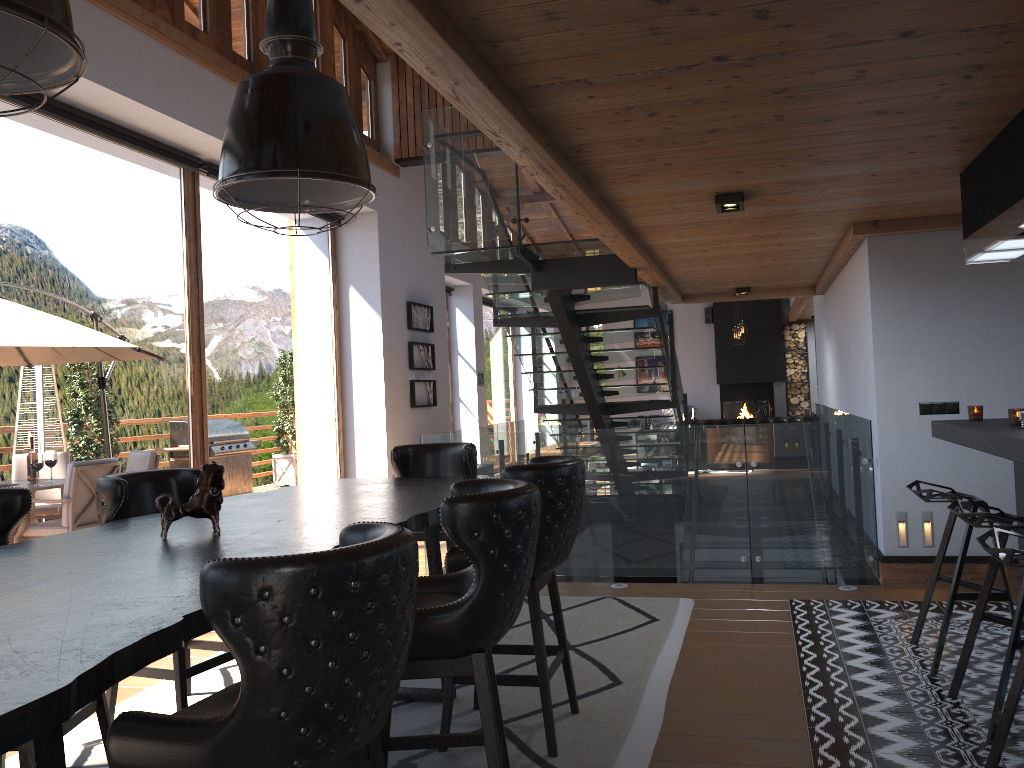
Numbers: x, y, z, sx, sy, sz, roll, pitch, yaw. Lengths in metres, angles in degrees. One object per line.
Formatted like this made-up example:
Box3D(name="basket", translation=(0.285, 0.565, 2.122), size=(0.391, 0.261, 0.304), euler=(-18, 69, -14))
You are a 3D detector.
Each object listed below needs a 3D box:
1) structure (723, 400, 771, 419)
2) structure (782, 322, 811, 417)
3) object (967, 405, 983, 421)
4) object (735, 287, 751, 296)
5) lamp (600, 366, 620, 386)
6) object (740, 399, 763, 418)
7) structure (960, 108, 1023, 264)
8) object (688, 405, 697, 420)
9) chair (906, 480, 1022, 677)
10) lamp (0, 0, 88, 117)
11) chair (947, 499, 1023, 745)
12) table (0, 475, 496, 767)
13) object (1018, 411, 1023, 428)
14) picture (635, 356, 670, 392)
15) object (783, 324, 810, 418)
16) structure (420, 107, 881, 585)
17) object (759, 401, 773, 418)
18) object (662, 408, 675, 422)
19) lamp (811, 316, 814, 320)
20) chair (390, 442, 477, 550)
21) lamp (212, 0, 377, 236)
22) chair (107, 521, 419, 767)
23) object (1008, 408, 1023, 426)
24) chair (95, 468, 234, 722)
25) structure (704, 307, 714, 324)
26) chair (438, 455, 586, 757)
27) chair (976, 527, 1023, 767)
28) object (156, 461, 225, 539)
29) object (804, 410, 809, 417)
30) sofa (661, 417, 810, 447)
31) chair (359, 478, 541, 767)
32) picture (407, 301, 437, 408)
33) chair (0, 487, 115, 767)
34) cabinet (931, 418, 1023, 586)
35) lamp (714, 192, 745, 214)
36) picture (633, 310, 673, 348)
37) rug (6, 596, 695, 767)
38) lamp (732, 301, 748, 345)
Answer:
Box3D(name="structure", translation=(5.018, 0.624, 18.935), size=(0.976, 0.514, 0.184), euler=(-3, -1, 14))
Box3D(name="structure", translation=(6.061, 0.026, 18.815), size=(0.499, 2.618, 0.515), euler=(-3, -1, 15))
Box3D(name="object", translation=(2.542, 0.160, 4.860), size=(0.080, 0.081, 0.078), euler=(-2, -1, -40))
Box3D(name="object", translation=(2.464, -0.993, 9.449), size=(0.154, 0.068, 0.262), euler=(-3, -1, 15))
Box3D(name="lamp", translation=(1.965, 0.569, 18.924), size=(0.521, 1.899, 1.337), euler=(-3, -2, 36))
Box3D(name="object", translation=(4.342, 0.609, 15.892), size=(0.402, 0.808, 0.626), euler=(-3, -1, 26))
Box3D(name="structure", translation=(2.208, -0.864, 2.871), size=(0.706, 0.476, 3.269), euler=(-3, -1, 15))
Box3D(name="object", translation=(3.871, 0.673, 19.343), size=(0.337, 0.455, 0.337), euler=(-4, -2, 40))
Box3D(name="chair", translation=(2.155, 0.892, 4.202), size=(0.466, 0.839, 0.542), euler=(-3, -1, 15))
Box3D(name="lamp", translation=(-1.365, -2.936, 1.981), size=(0.628, 4.686, 0.614), euler=(-2, -2, -30))
Box3D(name="chair", translation=(1.994, 0.890, 3.458), size=(0.467, 0.839, 0.541), euler=(-3, -1, 12))
Box3D(name="table", translation=(-0.945, 0.978, 3.008), size=(1.421, 0.950, 3.819), euler=(-3, -1, 15))
Box3D(name="object", translation=(2.368, -0.030, 3.943), size=(0.225, 0.452, 0.226), euler=(-3, -1, 15))
Box3D(name="picture", translation=(3.212, -0.218, 19.807), size=(0.874, 0.816, 0.036), euler=(-3, -1, 14))
Box3D(name="object", translation=(6.057, 0.033, 18.826), size=(0.491, 2.613, 0.469), euler=(-3, -1, 15))
Box3D(name="structure", translation=(-1.303, 1.138, 8.631), size=(9.155, 6.400, 11.089), euler=(-3, -1, 15))
Box3D(name="object", translation=(5.296, 0.859, 18.473), size=(0.311, 1.018, 0.304), euler=(-2, -2, -30))
Box3D(name="object", translation=(3.433, 0.666, 19.386), size=(0.261, 0.532, 0.424), euler=(-2, -1, -16))
Box3D(name="lamp", translation=(6.137, -1.350, 17.932), size=(0.154, 0.068, 0.262), euler=(-3, -1, 15))
Box3D(name="chair", translation=(-0.439, 0.889, 4.950), size=(0.501, 1.092, 0.571), euler=(-3, -1, 14))
Box3D(name="lamp", translation=(-0.938, -2.935, 3.524), size=(0.628, 4.686, 0.614), euler=(-2, -2, -30))
Box3D(name="chair", translation=(-0.459, 0.859, 1.814), size=(0.563, 1.092, 0.508), euler=(-3, -1, 24))
Box3D(name="object", translation=(2.396, 0.158, 4.200), size=(0.080, 0.081, 0.078), euler=(-2, -1, -20))
Box3D(name="chair", translation=(-1.492, 0.931, 3.871), size=(0.563, 1.092, 0.508), euler=(-3, -1, 24))
Box3D(name="structure", translation=(4.337, -1.501, 19.459), size=(0.212, 0.349, 0.215), euler=(-3, -1, 15))
Box3D(name="chair", translation=(0.033, 0.850, 3.539), size=(0.565, 1.092, 0.507), euler=(-3, -1, 14))
Box3D(name="chair", translation=(1.715, 0.893, 2.716), size=(0.465, 0.839, 0.543), euler=(-3, -1, 21))
Box3D(name="object", translation=(-1.087, 0.390, 3.003), size=(0.223, 0.253, 0.115), euler=(-2, -1, -23))
Box3D(name="object", translation=(6.107, 0.940, 18.468), size=(0.268, 0.795, 0.263), euler=(-2, -1, -2))
Box3D(name="sofa", translation=(3.697, 0.962, 14.462), size=(2.551, 0.838, 1.246), euler=(-3, -1, 14))
Box3D(name="chair", translation=(-0.178, 0.847, 2.593), size=(0.568, 1.092, 0.503), euler=(-2, -1, -1))
Box3D(name="picture", translation=(-1.143, -0.363, 11.288), size=(0.059, 1.312, 0.778), euler=(-3, -1, 15))
Box3D(name="chair", translation=(-1.775, 0.924, 3.092), size=(0.568, 1.092, 0.503), euler=(-2, -1, -1))
Box3D(name="cabinet", translation=(2.218, 0.739, 2.652), size=(0.883, 1.104, 4.829), euler=(-3, -1, 15))
Box3D(name="lamp", translation=(1.193, -0.997, 4.851), size=(0.154, 0.068, 0.262), euler=(-3, -1, 15))
Box3D(name="picture", translation=(3.168, -1.212, 19.833), size=(0.874, 0.816, 0.036), euler=(-3, -1, 14))
Box3D(name="rug", translation=(-0.780, 1.430, 3.295), size=(2.536, 0.047, 5.664), euler=(-3, -1, 15))
Box3D(name="lamp", translation=(4.195, -1.839, 16.601), size=(0.261, 2.202, 0.804), euler=(-3, -1, 6))
